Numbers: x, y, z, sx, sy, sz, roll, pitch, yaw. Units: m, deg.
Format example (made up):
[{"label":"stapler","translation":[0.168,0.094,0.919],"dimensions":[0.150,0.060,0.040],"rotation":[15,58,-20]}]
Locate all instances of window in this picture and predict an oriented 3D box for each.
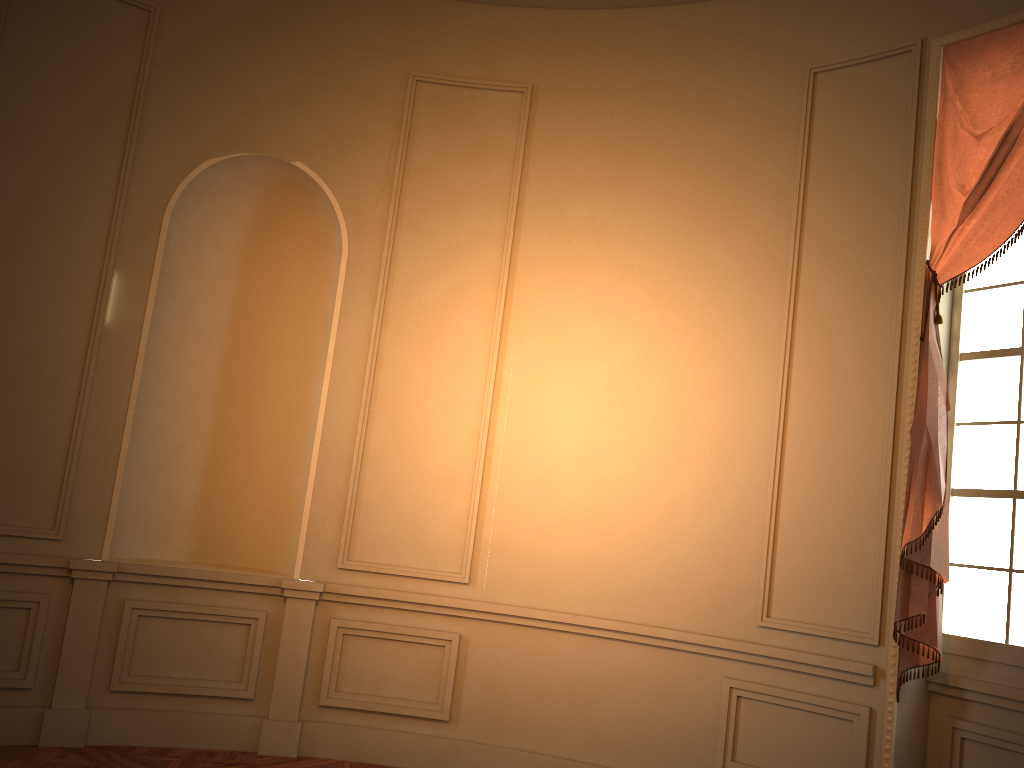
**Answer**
[{"label":"window","translation":[2.382,-0.172,3.563],"dimensions":[0.049,2.825,1.279],"rotation":[12,-9,-33]}]

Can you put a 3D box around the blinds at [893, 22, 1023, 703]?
[{"label":"blinds","translation":[2.146,-0.162,3.386],"dimensions":[0.293,2.965,1.305],"rotation":[12,-9,-33]}]
